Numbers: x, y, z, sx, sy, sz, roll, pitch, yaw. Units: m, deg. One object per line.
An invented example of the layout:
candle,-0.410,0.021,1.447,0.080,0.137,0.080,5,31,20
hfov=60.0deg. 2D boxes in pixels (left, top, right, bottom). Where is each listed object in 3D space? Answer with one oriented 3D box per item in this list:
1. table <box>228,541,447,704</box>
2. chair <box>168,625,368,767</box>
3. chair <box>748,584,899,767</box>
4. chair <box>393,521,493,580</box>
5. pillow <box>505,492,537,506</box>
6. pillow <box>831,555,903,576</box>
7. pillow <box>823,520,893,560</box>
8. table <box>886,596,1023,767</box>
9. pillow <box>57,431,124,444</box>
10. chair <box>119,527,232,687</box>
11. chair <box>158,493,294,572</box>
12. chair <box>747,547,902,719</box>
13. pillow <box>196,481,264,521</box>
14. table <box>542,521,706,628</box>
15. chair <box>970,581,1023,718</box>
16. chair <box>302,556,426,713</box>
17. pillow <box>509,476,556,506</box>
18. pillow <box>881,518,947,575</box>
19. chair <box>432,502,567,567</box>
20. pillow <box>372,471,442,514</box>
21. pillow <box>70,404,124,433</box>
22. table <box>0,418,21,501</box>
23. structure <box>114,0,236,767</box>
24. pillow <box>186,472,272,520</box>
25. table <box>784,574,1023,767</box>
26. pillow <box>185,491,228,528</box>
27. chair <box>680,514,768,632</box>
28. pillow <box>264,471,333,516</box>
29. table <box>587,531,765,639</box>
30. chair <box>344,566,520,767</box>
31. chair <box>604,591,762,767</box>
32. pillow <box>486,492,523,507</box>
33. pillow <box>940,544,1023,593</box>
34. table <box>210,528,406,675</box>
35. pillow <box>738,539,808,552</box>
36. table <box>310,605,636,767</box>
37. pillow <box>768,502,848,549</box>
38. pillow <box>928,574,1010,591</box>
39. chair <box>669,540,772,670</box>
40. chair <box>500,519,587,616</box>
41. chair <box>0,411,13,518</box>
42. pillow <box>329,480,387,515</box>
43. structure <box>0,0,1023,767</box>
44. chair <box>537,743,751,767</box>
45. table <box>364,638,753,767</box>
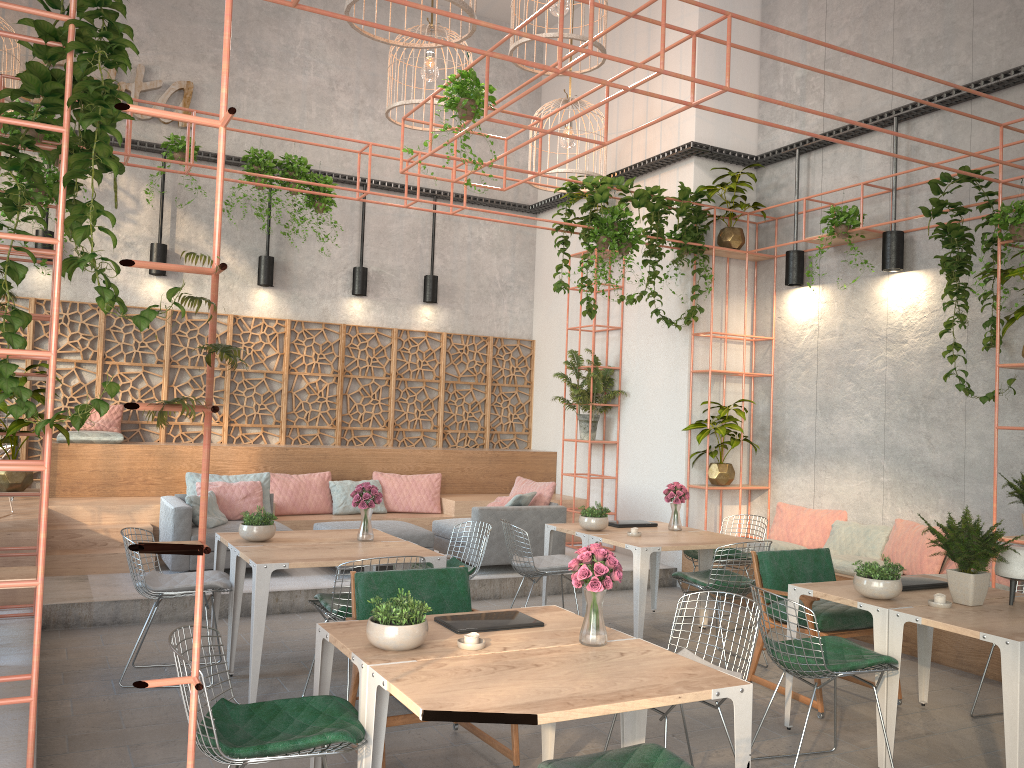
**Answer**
table,-1.129,1.497,5.723,1.214,0.830,0.694,3,-2,-28
chair,-0.879,1.369,3.199,0.717,0.941,0.565,3,-2,-12
chair,1.571,1.510,4.513,0.717,0.941,0.565,3,-2,-12
chair,-0.528,1.507,6.606,0.717,0.941,0.565,3,-2,-27
pillow,0.037,1.291,9.169,0.308,0.349,0.495,1,-2,22
pillow,3.044,1.616,7.882,0.491,0.149,0.637,3,-2,-27
pillow,3.249,1.503,8.368,0.289,0.385,0.666,4,-3,-32
table,2.607,1.593,4.502,1.214,0.830,0.694,3,-2,-28
pillow,-4.512,0.575,9.484,0.637,0.149,0.491,3,-2,-27
chair,-2.164,1.413,5.733,0.717,0.941,0.565,3,-2,-12
chair,-2.707,1.384,8.434,1.127,0.586,1.056,3,-2,-28
chair,2.029,1.579,5.806,0.722,0.917,0.685,3,-2,-28
pillow,-2.764,1.151,8.708,0.666,0.385,0.289,3,-2,-27
table,0.958,1.645,7.610,1.205,0.830,0.694,3,-2,-28
chair,3.207,1.604,5.386,0.717,0.941,0.565,3,-2,-27
chair,-0.875,1.446,5.287,0.565,0.941,0.717,3,-2,-31
pillow,0.168,1.266,9.615,0.273,0.476,0.836,3,-2,-27
pillow,3.530,1.445,7.795,0.276,0.474,0.839,2,-2,-7
chair,-0.153,1.556,9.321,1.052,0.672,1.127,3,-2,-28
pillow,-1.259,1.297,10.593,0.839,0.474,0.276,2,-2,-7
pillow,-4.558,0.378,9.778,0.499,0.324,0.307,3,-2,-13
table,-5.230,0.738,8.802,0.602,0.798,0.635,3,-2,-28
structure,-1.018,0.009,2.520,0.424,3.602,0.624,3,-2,-28
pillow,-2.821,1.123,8.848,0.839,0.474,0.276,3,-2,-27
table,2.278,1.603,5.115,1.205,0.830,0.694,3,-2,-28
pillow,-2.834,1.185,8.331,0.307,0.324,0.499,2,-2,7
chair,1.888,1.646,7.881,0.717,0.941,0.565,3,-2,-27
pillow,-2.391,1.232,9.996,0.839,0.474,0.276,4,-3,-37
table,1.287,1.635,6.997,1.214,0.830,0.694,3,-2,-28
chair,-0.422,1.438,4.493,0.722,0.917,0.685,3,-2,-28
chair,0.757,1.463,4.072,0.717,0.941,0.565,3,-2,-27
pillow,-0.126,1.319,9.593,0.479,0.317,0.441,0,-3,44
pillow,3.848,1.484,7.235,0.289,0.385,0.666,4,-3,-32
table,-1.457,1.507,6.335,1.205,0.830,0.694,3,-2,-28
pillow,2.554,1.632,8.809,0.491,0.149,0.637,3,-2,-27
table,-0.173,1.475,3.801,1.205,0.830,0.694,3,-2,-28
pillow,2.969,1.466,8.948,0.276,0.474,0.839,4,-3,-37
pillow,3.520,1.601,6.983,0.491,0.149,0.637,3,-2,-27
chair,1.541,1.584,6.563,0.565,0.941,0.717,3,-2,-31
chair,0.251,1.552,7.008,0.717,0.941,0.565,3,-2,-12
chair,-4.483,0.640,7.367,0.565,0.941,0.717,3,-2,-19
pillow,-1.789,1.312,10.288,0.666,0.385,0.289,4,-3,-32
structure,3.141,-0.210,8.024,14.096,4.345,4.501,3,-2,-29
chair,0.410,1.401,2.754,0.565,0.941,0.717,3,-2,-31
table,0.156,1.464,3.187,1.214,0.830,0.694,3,-2,-28
